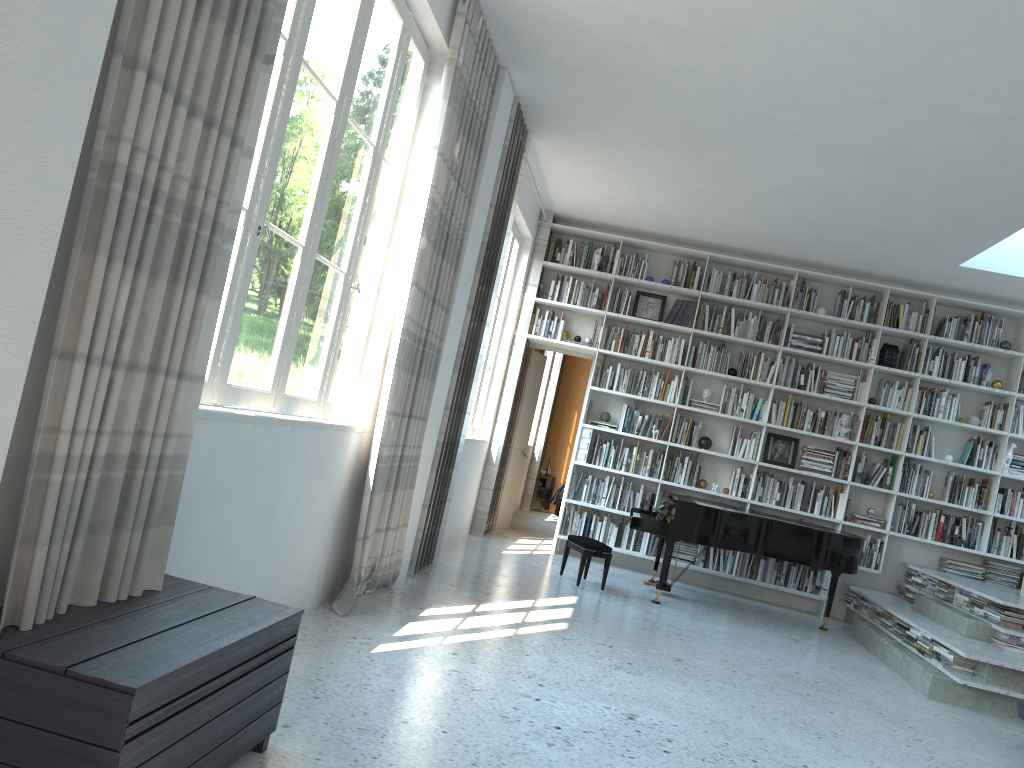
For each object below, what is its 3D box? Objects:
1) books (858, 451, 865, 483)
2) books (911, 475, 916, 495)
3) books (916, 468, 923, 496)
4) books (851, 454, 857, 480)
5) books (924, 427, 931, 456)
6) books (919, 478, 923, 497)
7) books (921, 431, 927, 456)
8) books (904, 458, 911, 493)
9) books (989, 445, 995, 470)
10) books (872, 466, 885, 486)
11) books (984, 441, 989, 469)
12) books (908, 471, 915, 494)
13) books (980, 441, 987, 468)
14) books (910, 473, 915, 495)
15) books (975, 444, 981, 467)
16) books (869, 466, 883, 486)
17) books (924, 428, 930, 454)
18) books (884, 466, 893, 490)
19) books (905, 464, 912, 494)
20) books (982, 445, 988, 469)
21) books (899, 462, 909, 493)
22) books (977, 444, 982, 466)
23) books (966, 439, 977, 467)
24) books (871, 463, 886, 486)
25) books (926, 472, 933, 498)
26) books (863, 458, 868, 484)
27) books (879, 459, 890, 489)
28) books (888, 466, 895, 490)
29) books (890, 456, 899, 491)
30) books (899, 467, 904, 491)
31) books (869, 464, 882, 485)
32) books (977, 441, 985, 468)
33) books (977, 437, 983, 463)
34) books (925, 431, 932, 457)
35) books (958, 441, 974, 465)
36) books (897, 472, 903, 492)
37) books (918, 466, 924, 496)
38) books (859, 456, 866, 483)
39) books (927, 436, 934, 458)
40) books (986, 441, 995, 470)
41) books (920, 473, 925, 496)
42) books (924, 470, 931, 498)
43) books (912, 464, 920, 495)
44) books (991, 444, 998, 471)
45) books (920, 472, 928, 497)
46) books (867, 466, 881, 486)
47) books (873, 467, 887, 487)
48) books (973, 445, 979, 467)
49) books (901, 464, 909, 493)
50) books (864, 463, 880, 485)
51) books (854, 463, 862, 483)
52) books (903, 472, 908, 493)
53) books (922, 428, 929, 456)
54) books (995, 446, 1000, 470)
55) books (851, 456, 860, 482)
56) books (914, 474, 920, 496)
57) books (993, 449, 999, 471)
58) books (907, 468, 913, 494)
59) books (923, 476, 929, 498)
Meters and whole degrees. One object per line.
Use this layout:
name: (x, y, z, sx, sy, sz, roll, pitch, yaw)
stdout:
books: (3.268, 0.785, 8.343, 0.013, 0.306, 0.141, 12, -2, 8)
books: (3.715, 0.941, 8.262, 0.013, 0.186, 0.184, 12, -3, 8)
books: (3.768, 0.912, 8.261, 0.012, 0.267, 0.183, 12, -2, 8)
books: (3.194, 0.792, 8.361, 0.024, 0.263, 0.154, 12, -2, 8)
books: (3.854, 0.545, 8.282, 0.013, 0.287, 0.159, 12, -2, 8)
books: (3.789, 0.962, 8.269, 0.013, 0.179, 0.140, 12, -2, 8)
books: (3.824, 0.561, 8.288, 0.017, 0.242, 0.132, 12, -2, 8)
books: (3.678, 0.855, 8.297, 0.007, 0.342, 0.149, 12, -2, 8)
books: (4.408, 0.685, 8.201, 0.013, 0.244, 0.158, 12, -2, 8)
books: (3.420, 0.867, 8.328, 0.090, 0.215, 0.139, 12, -2, 8)
books: (4.365, 0.661, 8.209, 0.032, 0.274, 0.154, 12, -2, 8)
books: (3.694, 0.916, 8.259, 0.011, 0.226, 0.188, 12, -3, 8)
books: (4.331, 0.661, 8.205, 0.015, 0.259, 0.152, 12, -2, 8)
books: (3.707, 0.924, 8.269, 0.013, 0.218, 0.161, 12, -2, 8)
books: (4.277, 0.669, 8.209, 0.013, 0.219, 0.187, 12, -3, 8)
books: (3.400, 0.865, 8.323, 0.090, 0.212, 0.143, 12, -2, 8)
books: (3.844, 0.550, 8.283, 0.006, 0.273, 0.167, 12, -2, 8)
books: (3.500, 0.877, 8.289, 0.029, 0.223, 0.171, 12, -2, 8)
books: (3.681, 0.884, 8.271, 0.005, 0.283, 0.159, 12, -2, 8)
books: (4.340, 0.680, 8.195, 0.012, 0.224, 0.178, 12, -3, 8)
books: (3.641, 0.871, 8.286, 0.018, 0.295, 0.177, 12, -2, 8)
books: (4.302, 0.670, 8.223, 0.007, 0.229, 0.146, 12, -2, 8)
books: (4.252, 0.642, 8.220, 0.021, 0.264, 0.174, 12, -2, 8)
books: (3.418, 0.853, 8.320, 0.094, 0.238, 0.150, 12, -2, 8)
books: (3.858, 0.939, 8.256, 0.013, 0.251, 0.173, 12, -2, 8)
books: (3.298, 0.822, 8.346, 0.035, 0.248, 0.141, 12, -2, 8)
books: (3.490, 0.843, 8.314, 0.013, 0.285, 0.139, 12, -2, 8)
books: (3.527, 0.881, 8.297, 0.021, 0.226, 0.148, 12, -2, 8)
books: (3.554, 0.836, 8.294, 0.014, 0.325, 0.183, 12, -2, 8)
books: (3.623, 0.896, 8.301, 0.011, 0.239, 0.136, 12, -2, 8)
books: (3.391, 0.856, 8.330, 0.095, 0.226, 0.144, 12, -2, 8)
books: (4.316, 0.655, 8.207, 0.018, 0.263, 0.165, 12, -2, 8)
books: (4.299, 0.636, 8.224, 0.013, 0.295, 0.154, 12, -2, 8)
books: (3.873, 0.566, 8.286, 0.007, 0.254, 0.161, 12, -2, 8)
books: (4.215, 0.647, 8.232, 0.056, 0.241, 0.153, 12, -2, 8)
books: (3.603, 0.917, 8.293, 0.015, 0.188, 0.168, 12, -3, 8)
books: (3.792, 0.908, 8.274, 0.006, 0.285, 0.159, 12, -2, 8)
books: (3.277, 0.808, 8.349, 0.012, 0.266, 0.157, 12, -2, 8)
books: (3.893, 0.593, 8.254, 0.051, 0.210, 0.177, 12, -3, 8)
books: (4.384, 0.664, 8.184, 0.012, 0.273, 0.184, 12, -2, 8)
books: (3.804, 0.943, 8.270, 0.008, 0.222, 0.134, 12, -2, 8)
books: (3.846, 0.932, 8.257, 0.014, 0.261, 0.142, 12, -2, 8)
books: (3.740, 0.890, 8.261, 0.014, 0.297, 0.175, 12, -2, 8)
books: (4.419, 0.682, 8.182, 0.011, 0.252, 0.169, 12, -2, 8)
books: (3.815, 0.937, 8.259, 0.015, 0.238, 0.176, 12, -2, 8)
books: (3.372, 0.858, 8.311, 0.089, 0.210, 0.176, 12, -3, 8)
books: (3.430, 0.875, 8.316, 0.091, 0.205, 0.169, 12, -3, 8)
books: (4.266, 0.672, 8.210, 0.006, 0.209, 0.188, 12, -3, 8)
books: (3.651, 0.880, 8.282, 0.006, 0.281, 0.155, 12, -2, 8)
books: (3.356, 0.846, 8.310, 0.095, 0.228, 0.190, 12, -3, 8)
books: (3.235, 0.836, 8.328, 0.027, 0.192, 0.182, 12, -3, 8)
books: (3.653, 0.920, 8.287, 0.013, 0.204, 0.154, 12, -2, 8)
books: (3.837, 0.550, 8.278, 0.006, 0.270, 0.178, 12, -2, 8)
books: (4.451, 0.693, 8.183, 0.010, 0.245, 0.158, 12, -2, 8)
books: (3.217, 0.802, 8.353, 0.028, 0.253, 0.142, 12, -2, 8)
books: (3.751, 0.941, 8.273, 0.013, 0.203, 0.167, 12, -3, 8)
books: (4.433, 0.707, 8.194, 0.023, 0.212, 0.164, 12, -2, 8)
books: (3.687, 0.904, 8.271, 0.013, 0.248, 0.165, 12, -2, 8)
books: (3.826, 0.955, 8.253, 0.014, 0.207, 0.180, 12, -3, 8)
